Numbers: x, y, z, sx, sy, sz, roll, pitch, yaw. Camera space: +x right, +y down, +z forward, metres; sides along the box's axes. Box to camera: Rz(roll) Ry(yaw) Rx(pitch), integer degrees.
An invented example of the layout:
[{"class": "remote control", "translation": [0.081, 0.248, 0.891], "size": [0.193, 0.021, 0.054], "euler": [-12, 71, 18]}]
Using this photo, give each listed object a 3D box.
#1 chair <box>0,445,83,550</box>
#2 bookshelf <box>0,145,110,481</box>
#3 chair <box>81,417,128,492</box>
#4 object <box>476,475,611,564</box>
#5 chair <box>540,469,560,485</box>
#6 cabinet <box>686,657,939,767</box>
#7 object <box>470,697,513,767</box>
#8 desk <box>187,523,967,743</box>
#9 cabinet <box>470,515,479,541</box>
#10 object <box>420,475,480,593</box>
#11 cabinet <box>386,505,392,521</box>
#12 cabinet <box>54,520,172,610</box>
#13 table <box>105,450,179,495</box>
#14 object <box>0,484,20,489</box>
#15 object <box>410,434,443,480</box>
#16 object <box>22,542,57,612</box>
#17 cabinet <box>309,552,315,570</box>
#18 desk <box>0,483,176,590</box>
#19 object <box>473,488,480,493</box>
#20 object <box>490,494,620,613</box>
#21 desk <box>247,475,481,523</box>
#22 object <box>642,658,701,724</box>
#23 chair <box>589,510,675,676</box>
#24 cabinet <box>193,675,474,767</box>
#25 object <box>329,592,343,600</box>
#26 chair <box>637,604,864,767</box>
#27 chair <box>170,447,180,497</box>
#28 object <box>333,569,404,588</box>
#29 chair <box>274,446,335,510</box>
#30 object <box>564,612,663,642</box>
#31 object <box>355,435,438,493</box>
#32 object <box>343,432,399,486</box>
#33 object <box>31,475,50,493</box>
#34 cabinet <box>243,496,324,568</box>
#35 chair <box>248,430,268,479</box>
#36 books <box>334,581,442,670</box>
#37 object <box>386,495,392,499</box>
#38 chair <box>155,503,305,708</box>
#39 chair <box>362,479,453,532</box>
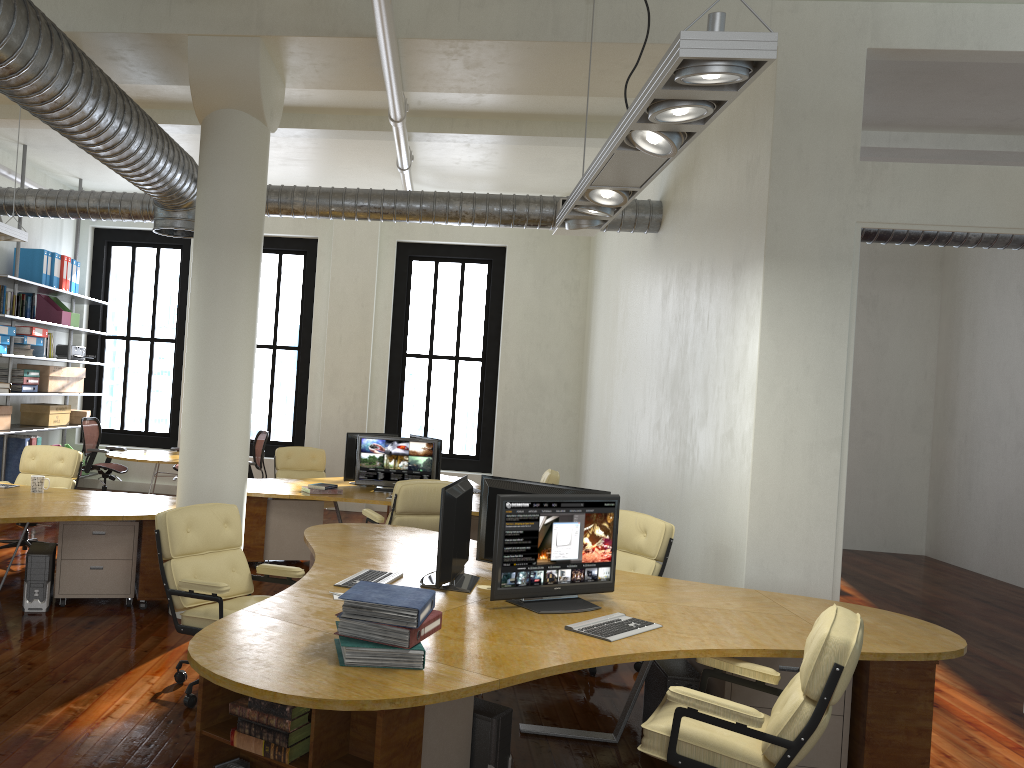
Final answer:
[{"class": "chair", "translation": [-4.441, 1.090, 8.167], "size": [0.750, 1.021, 0.746], "euler": [4, -1, 10]}, {"class": "bookshelf", "translation": [-6.191, -0.594, 11.595], "size": [0.658, 4.602, 3.584], "euler": [4, -1, -4]}, {"class": "chair", "translation": [-5.239, 1.028, 11.480], "size": [0.781, 1.158, 0.707], "euler": [4, 0, 5]}, {"class": "object", "translation": [0.161, 0.831, 5.001], "size": [0.888, 0.552, 0.263], "euler": [3, -1, 37]}, {"class": "chair", "translation": [0.088, 1.413, 9.661], "size": [0.805, 1.021, 0.696], "euler": [4, 0, 6]}, {"class": "cabinet", "translation": [1.439, 1.571, 4.528], "size": [0.902, 0.709, 0.875], "euler": [4, -1, 1]}, {"class": "object", "translation": [-0.255, 1.598, 3.910], "size": [0.525, 0.411, 0.164], "euler": [3, -1, 32]}, {"class": "desk", "translation": [-0.240, 1.451, 5.072], "size": [3.592, 0.734, 3.780], "euler": [4, -1, -28]}, {"class": "cabinet", "translation": [0.133, 1.548, 8.222], "size": [0.977, 0.709, 0.801], "euler": [3, -1, 36]}, {"class": "object", "translation": [-0.325, 0.796, 4.798], "size": [0.303, 0.552, 0.776], "euler": [4, -1, 7]}, {"class": "cabinet", "translation": [-1.085, 1.509, 10.589], "size": [0.913, 0.709, 0.864], "euler": [4, -1, 6]}, {"class": "cabinet", "translation": [-3.094, 1.314, 6.950], "size": [0.837, 0.709, 0.940], "euler": [4, -1, -22]}, {"class": "table", "translation": [-4.431, 1.283, 11.270], "size": [1.611, 0.745, 1.356], "euler": [3, -1, 27]}, {"class": "object", "translation": [-4.416, 0.842, 7.463], "size": [0.492, 0.016, 0.221], "euler": [4, -1, 9]}, {"class": "object", "translation": [-0.931, 0.835, 9.416], "size": [0.271, 0.552, 0.866], "euler": [4, -1, -27]}, {"class": "object", "translation": [-3.515, 1.430, 6.605], "size": [0.170, 0.411, 0.508], "euler": [4, -1, -23]}, {"class": "cabinet", "translation": [-0.828, 1.448, 6.039], "size": [0.816, 0.709, 0.961], "euler": [4, -1, -29]}, {"class": "desk", "translation": [-4.733, 1.187, 6.856], "size": [3.856, 0.734, 3.508], "euler": [3, -1, 39]}, {"class": "object", "translation": [-0.429, 1.140, 9.555], "size": [0.216, 0.016, 0.503], "euler": [4, -1, -22]}, {"class": "object", "translation": [0.232, 0.826, 4.412], "size": [0.739, 0.552, 0.317], "euler": [4, -1, -32]}, {"class": "desk", "translation": [-1.111, 1.471, 9.571], "size": [4.020, 0.734, 3.393], "euler": [4, -1, 7]}, {"class": "object", "translation": [0.843, 1.683, 4.694], "size": [0.181, 0.411, 0.477], "euler": [4, -1, -3]}, {"class": "chair", "translation": [0.590, 1.384, 6.076], "size": [0.719, 1.021, 0.775], "euler": [4, -1, -29]}, {"class": "cabinet", "translation": [-0.659, 1.416, 3.578], "size": [0.968, 0.709, 0.809], "euler": [3, -1, 31]}, {"class": "object", "translation": [-0.828, 1.025, 4.295], "size": [0.108, 0.015, 0.138], "euler": [4, -1, -12]}, {"class": "chair", "translation": [0.931, 1.363, 3.558], "size": [0.847, 1.021, 0.658], "euler": [3, -1, 26]}, {"class": "chair", "translation": [-4.337, 1.099, 12.199], "size": [0.756, 1.158, 0.729], "euler": [4, 0, 10]}, {"class": "object", "translation": [-0.754, 1.035, 4.706], "size": [0.242, 0.016, 0.449], "euler": [4, -1, 13]}, {"class": "chair", "translation": [-2.403, 1.260, 10.296], "size": [0.669, 1.021, 0.835], "euler": [4, -1, -25]}, {"class": "object", "translation": [0.468, 1.104, 4.043], "size": [0.252, 0.016, 0.429], "euler": [3, -1, 41]}, {"class": "object", "translation": [-1.167, 0.812, 8.929], "size": [0.809, 0.552, 0.290], "euler": [4, 0, 0]}, {"class": "object", "translation": [-1.506, 0.799, 9.504], "size": [0.321, 0.552, 0.729], "euler": [3, -1, 41]}, {"class": "object", "translation": [-3.867, 0.819, 7.258], "size": [0.120, 0.131, 0.128], "euler": [3, -1, 42]}, {"class": "cabinet", "translation": [-2.392, 1.392, 8.760], "size": [0.831, 0.709, 0.946], "euler": [4, -1, -24]}, {"class": "chair", "translation": [-6.353, 0.921, 9.540], "size": [7.295, 1.158, 1.022], "euler": [4, -1, -28]}, {"class": "books", "translation": [-0.509, 0.925, 3.420], "size": [0.436, 0.227, 0.437], "euler": [4, -1, 12]}, {"class": "object", "translation": [-0.934, 1.086, 8.369], "size": [0.500, 0.016, 0.218], "euler": [4, -1, 14]}, {"class": "chair", "translation": [-1.578, 1.223, 5.002], "size": [0.853, 1.021, 0.652], "euler": [3, -1, 31]}, {"class": "chair", "translation": [-0.919, 1.315, 7.837], "size": [0.660, 1.021, 0.843], "euler": [4, -1, -30]}]
